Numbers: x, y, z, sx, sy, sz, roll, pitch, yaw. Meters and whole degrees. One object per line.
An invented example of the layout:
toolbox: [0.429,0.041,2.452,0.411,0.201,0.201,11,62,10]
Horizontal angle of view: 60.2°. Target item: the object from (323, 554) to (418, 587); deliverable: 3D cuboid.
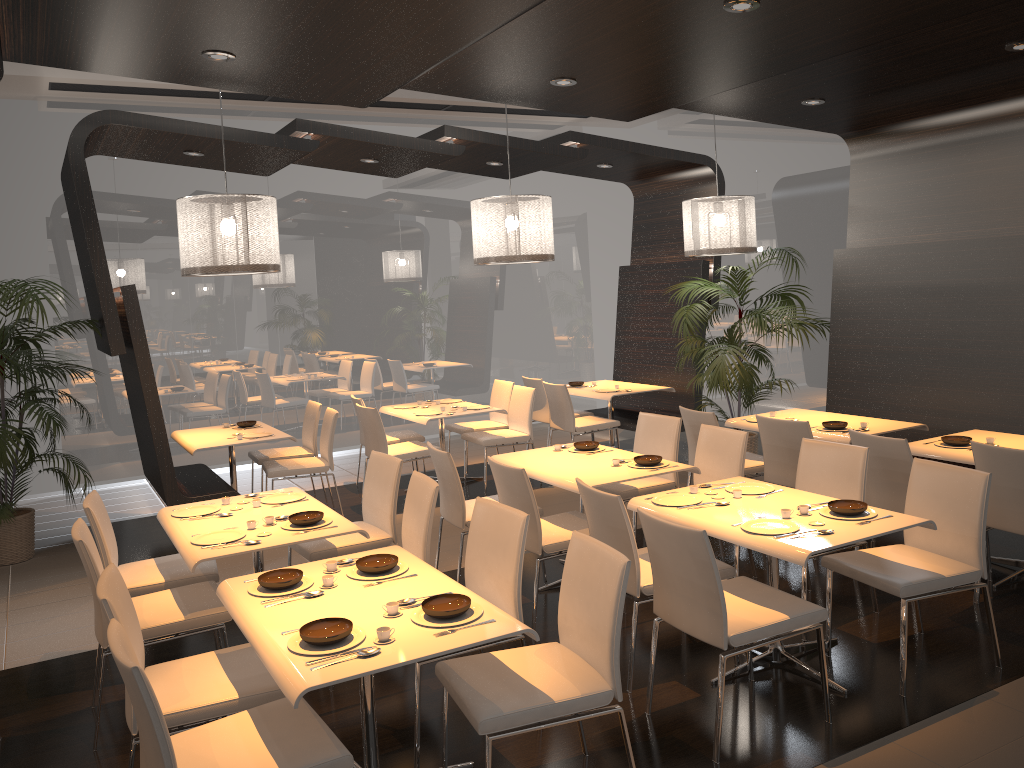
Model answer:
object: [-0.567,0.714,3.475,0.304,0.044,0.365,-7,7,-29]

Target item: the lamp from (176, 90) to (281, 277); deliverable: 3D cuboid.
lamp: [-1.897,-1.682,5.792,0.627,1.925,0.628,-3,2,-1]

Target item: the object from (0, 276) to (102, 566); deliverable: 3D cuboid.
object: [-3.695,0.278,6.385,1.566,2.054,1.506,-6,4,-35]

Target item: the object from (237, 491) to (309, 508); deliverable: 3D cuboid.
object: [-1.309,0.610,4.806,0.336,0.038,0.377,-8,8,-39]

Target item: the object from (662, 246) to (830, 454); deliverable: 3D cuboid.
object: [2.133,-0.228,8.099,1.506,2.054,1.565,-4,4,-15]

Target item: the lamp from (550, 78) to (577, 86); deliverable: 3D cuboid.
lamp: [0.309,-1.830,5.317,0.162,0.050,0.162,-6,6,-23]

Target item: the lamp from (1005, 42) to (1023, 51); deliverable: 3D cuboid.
lamp: [2.884,-1.927,5.008,0.162,0.050,0.162,-6,6,-23]

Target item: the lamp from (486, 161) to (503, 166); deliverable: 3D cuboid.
lamp: [-0.166,-2.122,8.453,0.161,0.055,0.162,-7,7,-34]

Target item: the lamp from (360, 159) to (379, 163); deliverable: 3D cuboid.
lamp: [-1.265,-1.996,7.849,0.161,0.055,0.162,-7,7,-34]

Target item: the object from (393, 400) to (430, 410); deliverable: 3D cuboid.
object: [-0.938,0.199,8.349,0.336,0.038,0.377,-7,8,-34]

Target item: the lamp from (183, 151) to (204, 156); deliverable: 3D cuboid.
lamp: [-2.569,-1.873,7.133,0.160,0.054,0.161,-6,6,-23]

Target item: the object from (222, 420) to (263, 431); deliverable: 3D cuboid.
object: [-2.325,0.351,7.628,0.304,0.044,0.365,-7,7,-29]

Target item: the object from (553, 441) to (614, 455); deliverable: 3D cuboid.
object: [0.445,0.408,5.750,0.304,0.044,0.365,-7,7,-29]

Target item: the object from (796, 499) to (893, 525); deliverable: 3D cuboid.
object: [1.448,0.555,3.925,0.304,0.044,0.365,-7,7,-29]

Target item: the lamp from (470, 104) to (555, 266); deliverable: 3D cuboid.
lamp: [-0.034,-1.896,6.815,0.627,1.925,0.628,-3,2,-1]

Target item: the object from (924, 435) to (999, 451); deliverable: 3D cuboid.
object: [2.684,0.342,5.251,0.304,0.044,0.365,-7,7,-29]

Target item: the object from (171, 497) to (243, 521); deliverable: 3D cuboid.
object: [-1.584,0.648,4.597,0.336,0.038,0.377,-7,8,-34]

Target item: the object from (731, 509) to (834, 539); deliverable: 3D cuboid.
object: [1.162,0.593,3.750,0.336,0.038,0.377,-7,8,-34]

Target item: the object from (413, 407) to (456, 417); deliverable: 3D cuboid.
object: [-0.670,0.245,7.802,0.336,0.038,0.377,-7,8,-34]

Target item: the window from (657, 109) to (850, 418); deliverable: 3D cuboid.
window: [3.504,-1.341,8.631,0.070,3.965,6.593,-4,5,-28]

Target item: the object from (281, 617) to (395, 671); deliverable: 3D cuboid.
object: [-0.547,0.789,2.785,0.304,0.044,0.365,-7,7,-29]

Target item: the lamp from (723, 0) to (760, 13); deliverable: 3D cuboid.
lamp: [1.036,-1.724,3.993,0.162,0.050,0.162,-6,6,-23]

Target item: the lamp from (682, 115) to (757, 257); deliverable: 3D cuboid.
lamp: [1.801,-2.107,7.823,0.626,1.925,0.629,-3,2,3]

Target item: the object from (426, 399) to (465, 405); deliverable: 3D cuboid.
object: [-0.670,0.159,8.587,0.336,0.038,0.377,-8,8,-39]

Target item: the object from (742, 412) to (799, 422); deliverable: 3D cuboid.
object: [1.914,0.248,6.505,0.336,0.038,0.377,-7,8,-34]

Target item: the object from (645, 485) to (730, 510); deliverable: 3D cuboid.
object: [0.866,0.550,4.288,0.336,0.038,0.377,-7,8,-34]

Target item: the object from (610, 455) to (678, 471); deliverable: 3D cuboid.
object: [0.758,0.454,5.181,0.304,0.044,0.365,-7,7,-29]

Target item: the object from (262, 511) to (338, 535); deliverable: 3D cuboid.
object: [-1.026,0.653,4.252,0.304,0.044,0.365,-7,7,-29]

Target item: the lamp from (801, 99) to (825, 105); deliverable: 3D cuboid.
lamp: [2.157,-2.034,6.331,0.162,0.050,0.162,-6,6,-23]

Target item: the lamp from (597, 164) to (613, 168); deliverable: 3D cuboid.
lamp: [0.950,-2.250,9.065,0.161,0.055,0.162,-7,7,-34]

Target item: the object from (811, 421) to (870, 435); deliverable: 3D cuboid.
object: [2.231,0.284,5.992,0.304,0.044,0.365,-7,7,-29]

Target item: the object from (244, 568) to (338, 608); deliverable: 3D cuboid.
object: [-0.835,0.744,3.334,0.304,0.044,0.365,-7,7,-29]

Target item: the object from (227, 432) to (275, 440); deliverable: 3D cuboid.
object: [-2.102,0.401,7.096,0.336,0.038,0.377,-8,8,-39]

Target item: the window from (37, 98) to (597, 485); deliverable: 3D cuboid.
window: [-1.726,-1.228,10.175,6.598,3.969,0.070,-6,3,-29]

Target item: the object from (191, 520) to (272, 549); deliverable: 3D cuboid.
object: [-1.288,0.692,4.059,0.336,0.038,0.377,-7,8,-34]

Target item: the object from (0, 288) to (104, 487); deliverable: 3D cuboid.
object: [-4.409,0.223,7.229,1.559,2.054,1.512,-2,4,23]

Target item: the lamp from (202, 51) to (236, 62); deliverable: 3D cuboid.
lamp: [-1.444,-1.629,4.354,0.161,0.050,0.160,-7,7,-34]

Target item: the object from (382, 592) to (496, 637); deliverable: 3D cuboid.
object: [-0.258,0.753,2.968,0.304,0.044,0.365,-7,7,-29]

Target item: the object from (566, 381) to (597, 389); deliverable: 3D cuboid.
object: [0.715,0.003,9.288,0.304,0.044,0.365,-7,7,-29]

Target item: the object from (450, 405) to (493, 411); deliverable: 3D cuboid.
object: [-0.387,0.203,8.040,0.336,0.038,0.377,-8,8,-39]

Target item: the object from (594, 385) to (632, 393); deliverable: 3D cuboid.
object: [1.008,0.050,8.744,0.336,0.038,0.377,-7,8,-34]

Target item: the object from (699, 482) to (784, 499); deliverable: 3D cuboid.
object: [1.131,0.517,4.454,0.336,0.038,0.377,-8,8,-39]
